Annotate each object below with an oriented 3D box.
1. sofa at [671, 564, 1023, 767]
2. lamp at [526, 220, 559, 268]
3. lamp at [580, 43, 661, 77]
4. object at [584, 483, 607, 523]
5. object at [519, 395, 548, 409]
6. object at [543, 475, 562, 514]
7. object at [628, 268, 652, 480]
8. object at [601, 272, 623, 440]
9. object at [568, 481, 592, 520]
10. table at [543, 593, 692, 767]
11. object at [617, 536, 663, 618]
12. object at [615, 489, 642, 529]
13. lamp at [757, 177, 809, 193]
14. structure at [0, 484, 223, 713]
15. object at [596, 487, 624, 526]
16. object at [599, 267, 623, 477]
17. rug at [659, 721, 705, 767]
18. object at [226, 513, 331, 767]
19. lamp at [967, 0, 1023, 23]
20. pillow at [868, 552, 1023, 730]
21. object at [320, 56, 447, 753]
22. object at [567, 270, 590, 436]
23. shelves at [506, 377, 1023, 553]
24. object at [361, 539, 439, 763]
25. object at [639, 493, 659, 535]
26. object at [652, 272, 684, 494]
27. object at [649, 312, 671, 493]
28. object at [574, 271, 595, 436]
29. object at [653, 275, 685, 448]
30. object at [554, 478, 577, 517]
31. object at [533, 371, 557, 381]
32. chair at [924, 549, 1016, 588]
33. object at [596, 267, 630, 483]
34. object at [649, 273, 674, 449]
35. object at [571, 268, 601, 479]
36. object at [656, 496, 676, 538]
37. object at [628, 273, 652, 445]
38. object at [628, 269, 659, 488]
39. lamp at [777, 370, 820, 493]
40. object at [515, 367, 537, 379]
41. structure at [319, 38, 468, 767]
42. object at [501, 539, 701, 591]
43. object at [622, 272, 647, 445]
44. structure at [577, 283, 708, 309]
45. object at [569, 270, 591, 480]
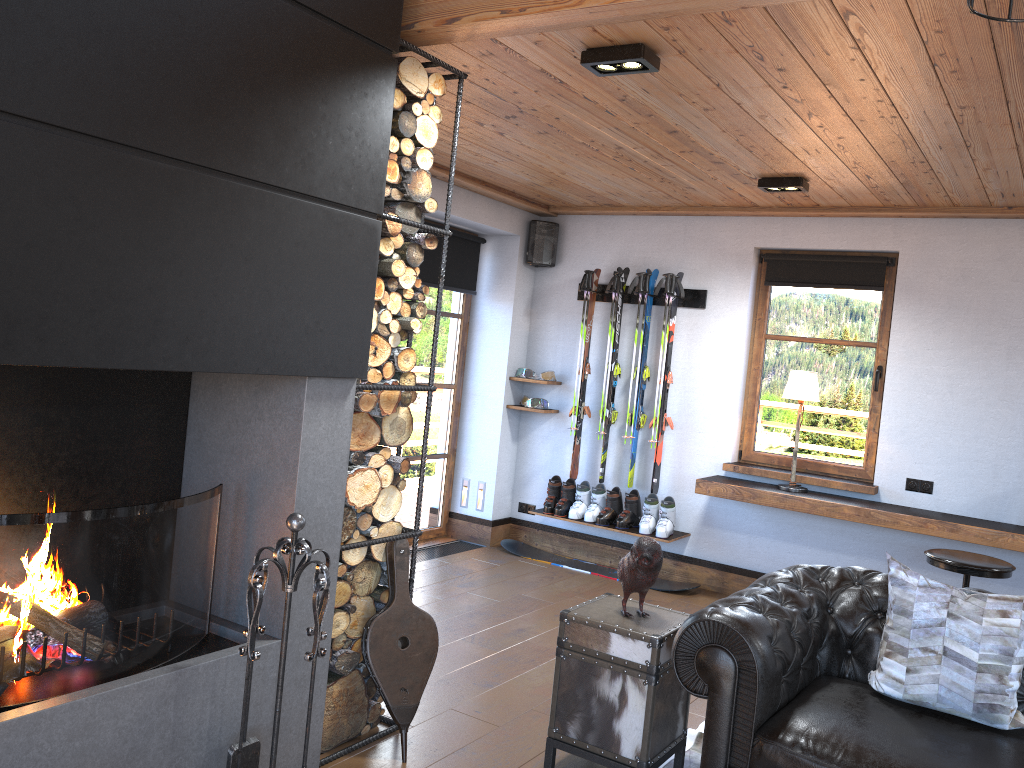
[{"bbox_3d":[1.864,1.223,2.740,2.540,0.838,1.252,7,2,31],"label":"sofa"},{"bbox_3d":[0.238,-1.102,6.987,0.211,0.349,0.216,7,2,32],"label":"lamp"},{"bbox_3d":[0.403,-1.207,3.289,0.258,0.068,0.157,7,3,32],"label":"lamp"},{"bbox_3d":[0.618,0.867,6.518,0.115,0.270,0.254,7,2,37],"label":"object"},{"bbox_3d":[0.163,0.141,6.986,0.189,0.084,0.349,5,2,-22],"label":"object"},{"bbox_3d":[0.308,0.828,6.696,0.115,0.270,0.254,6,2,23],"label":"object"},{"bbox_3d":[0.926,-0.046,6.563,0.072,1.621,0.112,7,2,32],"label":"object"},{"bbox_3d":[0.699,-0.208,6.554,0.120,1.249,0.059,6,1,14],"label":"object"},{"bbox_3d":[0.508,0.854,6.568,0.115,0.270,0.254,7,2,37],"label":"object"},{"bbox_3d":[0.420,1.167,3.358,0.413,0.609,0.410,7,2,32],"label":"table"},{"bbox_3d":[0.480,0.715,3.326,0.150,0.319,0.246,5,2,-17],"label":"object"},{"bbox_3d":[0.845,0.895,6.392,0.254,0.270,0.115,4,2,-43],"label":"object"},{"bbox_3d":[1.575,-1.160,5.140,0.258,0.068,0.157,7,3,32],"label":"lamp"},{"bbox_3d":[-1.176,0.584,2.473,0.181,0.514,0.993,7,2,32],"label":"structure"},{"bbox_3d":[0.715,0.880,6.435,0.254,0.270,0.115,4,2,-38],"label":"object"},{"bbox_3d":[0.724,-0.070,6.653,0.072,1.621,0.112,7,2,32],"label":"object"},{"bbox_3d":[2.017,1.659,2.072,4.003,0.053,2.457,7,3,33],"label":"rug"},{"bbox_3d":[-0.682,0.883,2.610,0.309,1.017,0.306,5,1,-12],"label":"object"},{"bbox_3d":[1.119,-1.606,1.075,0.796,2.201,0.264,6,1,23],"label":"lamp"},{"bbox_3d":[1.519,0.864,3.028,0.523,0.469,0.286,7,2,35],"label":"pillow"},{"bbox_3d":[-0.661,0.052,3.442,0.462,2.611,0.499,7,2,32],"label":"object"},{"bbox_3d":[0.494,-0.231,6.594,0.059,1.249,0.122,6,1,15],"label":"object"},{"bbox_3d":[2.753,0.786,5.329,6.576,0.988,0.619,7,2,32],"label":"shelves"},{"bbox_3d":[-0.432,0.995,3.381,0.262,0.794,0.269,6,1,15],"label":"object"},{"bbox_3d":[0.971,0.912,6.280,0.115,0.270,0.254,7,2,27],"label":"object"},{"bbox_3d":[1.144,0.001,6.347,0.094,1.606,0.116,7,2,32],"label":"object"},{"bbox_3d":[1.068,0.006,6.407,0.094,1.606,0.116,7,2,32],"label":"object"},{"bbox_3d":[0.503,-0.233,6.676,0.120,1.249,0.059,6,1,14],"label":"object"},{"bbox_3d":[1.113,-0.156,6.309,0.121,1.249,0.059,6,1,-6],"label":"object"},{"bbox_3d":[0.406,0.841,6.633,0.115,0.270,0.254,7,2,37],"label":"object"},{"bbox_3d":[0.267,-0.067,6.931,0.158,0.084,0.191,7,2,31],"label":"object"},{"bbox_3d":[2.393,1.275,4.716,0.436,0.716,0.446,7,2,36],"label":"chair"},{"bbox_3d":[0.733,-0.065,6.550,0.103,1.621,0.257,7,2,29],"label":"object"},{"bbox_3d":[1.017,-0.164,6.261,0.121,1.249,0.059,6,1,-1],"label":"object"},{"bbox_3d":[0.585,-0.070,6.696,0.094,1.606,0.116,7,2,32],"label":"object"},{"bbox_3d":[1.076,0.926,6.214,0.115,0.270,0.254,7,2,27],"label":"object"},{"bbox_3d":[0.894,-0.183,6.431,0.120,1.249,0.059,6,1,14],"label":"object"},{"bbox_3d":[0.983,-0.038,6.515,0.072,1.621,0.112,7,2,32],"label":"object"},{"bbox_3d":[1.963,0.656,6.018,0.243,1.481,0.639,7,2,36],"label":"lamp"},{"bbox_3d":[0.118,-0.086,7.024,0.188,0.084,0.161,7,2,31],"label":"object"},{"bbox_3d":[-0.649,0.046,3.443,0.507,2.616,0.507,7,2,32],"label":"structure"},{"bbox_3d":[0.610,1.336,6.526,1.608,0.065,0.311,7,3,32],"label":"object"},{"bbox_3d":[0.848,-0.186,6.383,0.121,1.249,0.059,6,1,-11],"label":"object"},{"bbox_3d":[0.886,-0.666,6.529,1.040,0.135,0.322,7,3,32],"label":"structure"},{"bbox_3d":[0.509,-0.065,6.757,0.094,1.606,0.116,7,2,32],"label":"object"}]
